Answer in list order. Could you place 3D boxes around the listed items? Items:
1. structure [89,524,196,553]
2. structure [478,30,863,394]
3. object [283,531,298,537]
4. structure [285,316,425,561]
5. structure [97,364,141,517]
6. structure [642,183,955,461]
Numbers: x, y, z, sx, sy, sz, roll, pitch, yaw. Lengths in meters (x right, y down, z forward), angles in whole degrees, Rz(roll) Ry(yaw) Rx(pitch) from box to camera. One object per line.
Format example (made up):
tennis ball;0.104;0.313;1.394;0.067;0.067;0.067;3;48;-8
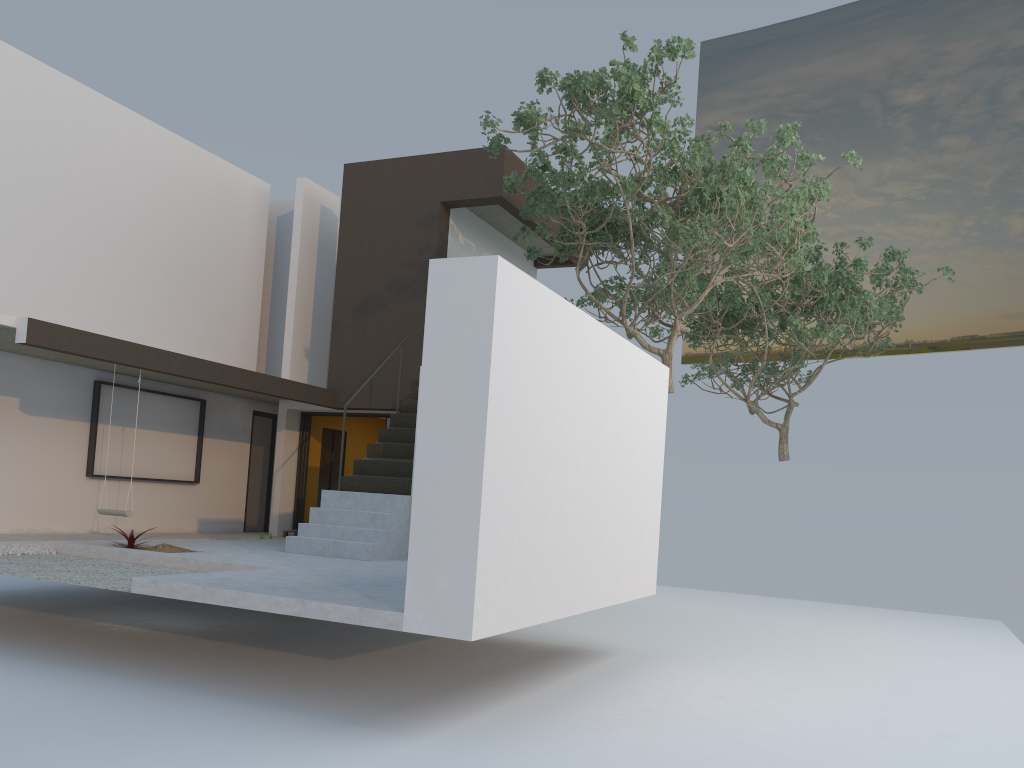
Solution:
structure;-3.834;1.659;9.288;1.202;0.290;0.752;1;-8;25
structure;1.945;-1.730;11.231;4.332;3.684;5.785;3;-6;5
object;-3.236;2.400;13.991;0.702;0.100;0.352;0;-8;25
structure;-0.564;0.430;12.789;1.156;3.927;6.600;3;-6;25
structure;-4.592;0.619;10.396;0.461;1.860;0.129;3;-3;25
structure;5.198;-0.869;16.982;5.506;4.681;7.352;3;-6;5
